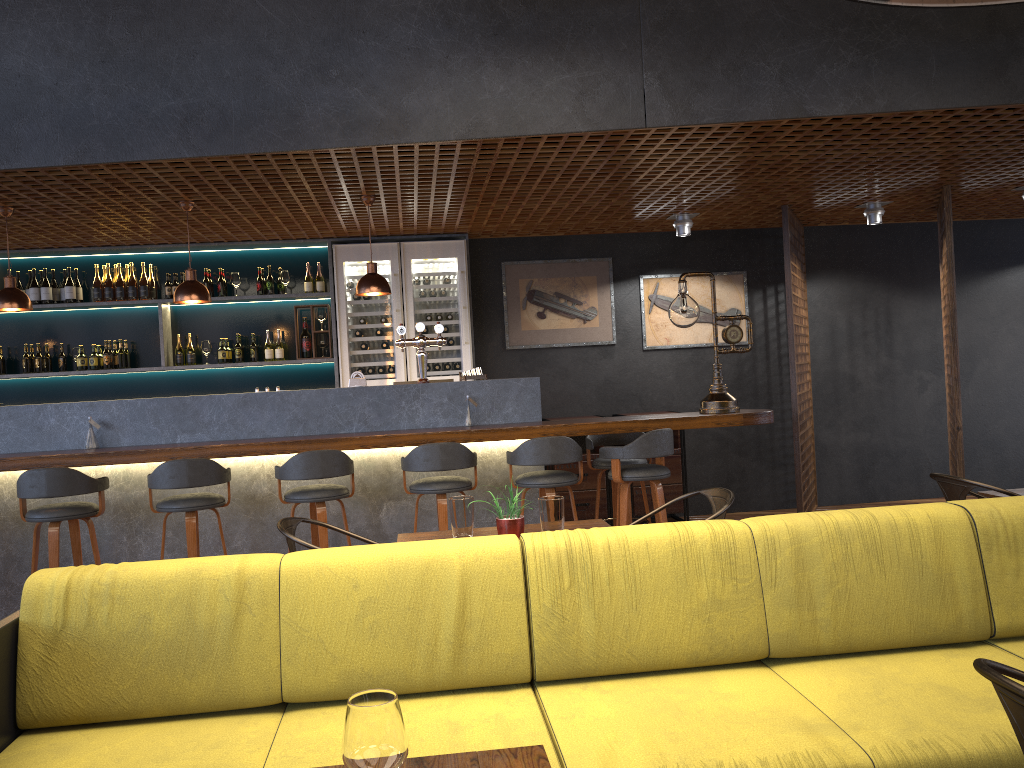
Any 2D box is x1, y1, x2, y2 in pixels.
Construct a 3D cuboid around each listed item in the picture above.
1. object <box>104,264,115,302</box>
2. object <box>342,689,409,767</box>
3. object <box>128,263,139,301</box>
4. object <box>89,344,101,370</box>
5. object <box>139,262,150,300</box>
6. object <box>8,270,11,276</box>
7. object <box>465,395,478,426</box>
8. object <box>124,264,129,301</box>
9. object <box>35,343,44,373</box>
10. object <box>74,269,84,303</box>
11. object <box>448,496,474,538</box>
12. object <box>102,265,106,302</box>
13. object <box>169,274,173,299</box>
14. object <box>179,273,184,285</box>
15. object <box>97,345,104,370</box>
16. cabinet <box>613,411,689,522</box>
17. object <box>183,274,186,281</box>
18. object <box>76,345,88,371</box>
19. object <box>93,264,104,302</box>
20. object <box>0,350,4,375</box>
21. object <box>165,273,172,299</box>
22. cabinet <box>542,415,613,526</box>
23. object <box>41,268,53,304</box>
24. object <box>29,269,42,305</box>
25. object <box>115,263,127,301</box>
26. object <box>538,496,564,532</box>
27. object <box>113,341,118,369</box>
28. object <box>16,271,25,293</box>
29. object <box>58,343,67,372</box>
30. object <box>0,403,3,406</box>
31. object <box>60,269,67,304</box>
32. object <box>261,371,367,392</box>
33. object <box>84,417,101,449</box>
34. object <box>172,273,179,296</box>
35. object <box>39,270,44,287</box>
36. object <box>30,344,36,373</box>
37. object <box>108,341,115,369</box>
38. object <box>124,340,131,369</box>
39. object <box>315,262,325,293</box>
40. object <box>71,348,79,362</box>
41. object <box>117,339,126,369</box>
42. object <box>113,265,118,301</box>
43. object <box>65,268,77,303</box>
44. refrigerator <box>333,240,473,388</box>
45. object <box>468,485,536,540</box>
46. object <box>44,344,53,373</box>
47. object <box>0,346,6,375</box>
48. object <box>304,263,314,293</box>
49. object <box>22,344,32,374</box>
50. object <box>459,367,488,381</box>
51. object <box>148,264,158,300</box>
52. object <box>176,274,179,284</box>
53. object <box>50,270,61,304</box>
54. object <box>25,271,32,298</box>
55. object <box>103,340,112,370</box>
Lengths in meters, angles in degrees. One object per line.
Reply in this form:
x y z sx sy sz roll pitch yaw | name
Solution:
-3.464 -0.869 7.622 0.084 0.330 0.084 -3 1 0 | object
-0.198 0.560 1.295 0.097 0.206 0.097 -3 1 -15 | object
-3.269 -0.880 7.639 0.084 0.330 0.084 -3 1 0 | object
-3.597 -0.229 7.645 0.088 0.224 0.088 -3 1 8 | object
-3.174 -0.885 7.652 0.084 0.330 0.084 -3 1 0 | object
-4.264 -0.815 7.540 0.086 0.310 0.085 -3 1 21 | object
-0.284 0.178 5.921 0.069 0.203 0.114 -3 1 28 | object
-3.346 -0.877 7.725 0.084 0.330 0.084 -3 1 0 | object
-4.033 -0.219 7.562 0.063 0.254 0.063 -3 1 31 | object
-3.773 -0.843 7.694 0.086 0.310 0.085 -3 1 35 | object
-0.202 0.548 3.591 0.102 0.178 0.102 -3 1 29 | object
-3.534 -0.866 7.705 0.084 0.330 0.084 -3 1 0 | object
-2.981 -0.843 7.733 0.056 0.227 0.056 -3 1 -5 | object
-2.853 -0.850 7.686 0.056 0.227 0.056 -3 1 -20 | object
-3.608 -0.229 7.757 0.088 0.224 0.088 -3 1 -12 | object
1.271 0.773 8.122 0.553 1.007 0.473 -3 1 -6 | cabinet
-2.861 -0.850 7.746 0.056 0.227 0.056 -3 1 -5 | object
-3.703 -0.223 7.633 0.088 0.224 0.088 -4 1 -37 | object
-3.557 -0.864 7.611 0.084 0.330 0.084 -3 1 0 | object
-4.368 -0.201 7.556 0.063 0.254 0.063 -3 1 36 | object
-2.975 -0.843 7.672 0.056 0.227 0.056 -4 1 -45 | object
0.581 0.811 8.045 0.553 1.007 0.473 -3 1 -6 | cabinet
-3.978 -0.830 7.574 0.086 0.310 0.085 -3 1 21 | object
-4.070 -0.825 7.566 0.086 0.310 0.085 -3 1 27 | object
-3.371 -0.874 7.632 0.084 0.330 0.084 -3 1 0 | object
0.156 0.530 3.445 0.102 0.178 0.102 -3 1 -21 | object
-3.476 -0.251 7.778 0.063 0.254 0.063 -3 1 21 | object
-4.246 -0.817 7.637 0.086 0.310 0.085 -3 1 8 | object
-3.901 -0.227 7.696 0.063 0.254 0.063 -3 1 41 | object
-3.630 0.151 5.828 0.437 0.019 0.273 -3 1 -6 | object
-3.868 -0.838 7.686 0.086 0.310 0.085 -3 1 21 | object
-1.360 -0.017 6.006 0.766 0.106 0.200 -3 1 -6 | object
-2.672 0.310 5.649 0.114 0.203 0.069 -3 1 -17 | object
-2.915 -0.846 7.679 0.056 0.227 0.056 -3 1 -30 | object
-4.058 -0.827 7.663 0.086 0.310 0.085 -3 1 35 | object
-4.143 -0.214 7.661 0.063 0.254 0.063 -3 1 -19 | object
-3.484 -0.250 7.694 0.063 0.254 0.063 -3 1 21 | object
-3.366 -0.257 7.741 0.063 0.254 0.063 -3 1 -34 | object
-1.712 -0.940 7.887 0.079 0.281 0.079 -4 1 -38 | object
-3.790 -0.210 7.734 0.097 0.206 0.097 -3 1 25 | object
-3.363 -0.256 7.634 0.063 0.254 0.063 -3 1 1 | object
-3.439 -0.872 7.713 0.084 0.330 0.084 -3 1 0 | object
-3.786 -0.841 7.598 0.086 0.310 0.085 -3 1 27 | object
-0.938 -0.186 7.908 1.159 2.109 0.454 -3 1 -6 | refrigerator
-0.016 0.493 3.469 0.260 0.271 0.238 -3 1 15 | object
-4.019 -0.221 7.675 0.063 0.254 0.063 -3 1 -34 | object
-4.399 -0.200 7.635 0.063 0.254 0.063 -3 1 -34 | object
-1.806 -0.935 7.876 0.079 0.281 0.079 -3 1 2 | object
-4.133 -0.214 7.552 0.063 0.254 0.063 -3 1 -34 | object
-0.267 -0.070 6.107 0.177 0.091 0.091 -3 1 -31 | object
-3.161 -0.887 7.779 0.084 0.330 0.084 -3 1 0 | object
-2.922 -0.847 7.739 0.056 0.227 0.056 -4 1 -45 | object
-3.960 -0.832 7.671 0.086 0.310 0.085 -3 1 5 | object
-4.147 -0.822 7.648 0.086 0.310 0.085 -3 1 21 | object
-3.472 -0.250 7.598 0.063 0.254 0.063 -3 1 -14 | object
